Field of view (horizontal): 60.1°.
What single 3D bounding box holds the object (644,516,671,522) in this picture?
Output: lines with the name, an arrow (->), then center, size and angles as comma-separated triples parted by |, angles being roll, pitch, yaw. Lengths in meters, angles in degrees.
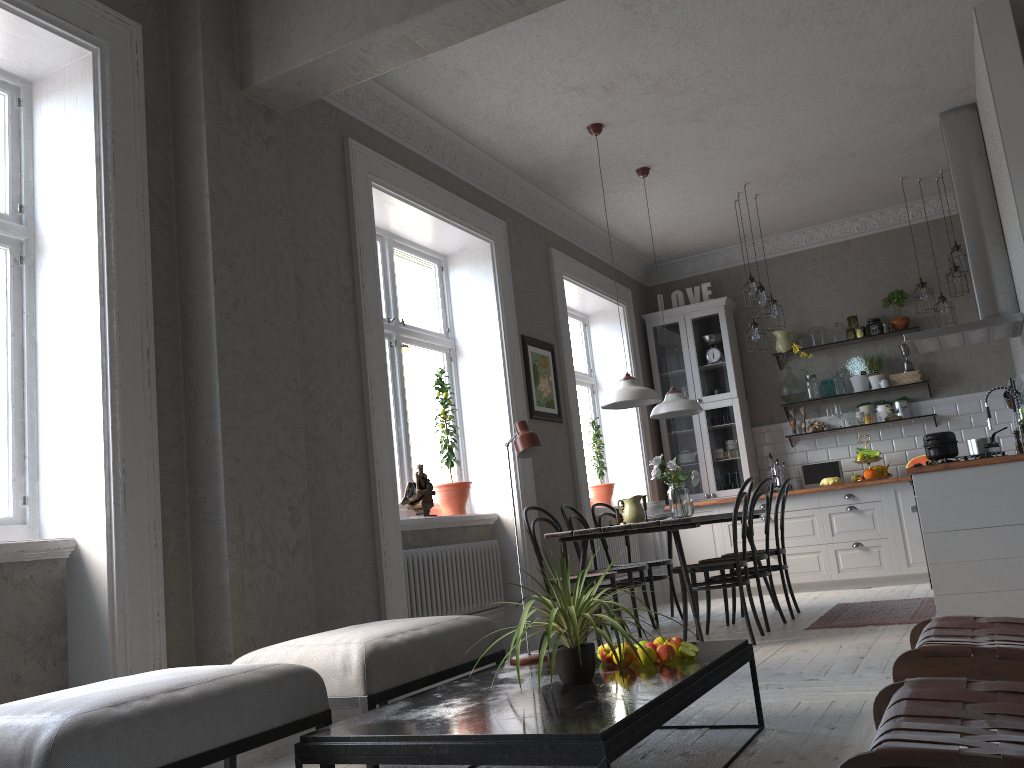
object -> 0.982, 0.933, 6.100 | 0.242, 0.027, 0.232 | 3, -14, -45

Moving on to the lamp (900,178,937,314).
lamp -> 3.277, -1.440, 7.341 | 0.149, 1.733, 0.144 | 0, -11, -31

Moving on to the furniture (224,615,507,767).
furniture -> -0.468, 1.078, 3.058 | 0.574, 0.475, 0.842 | -11, -11, 26

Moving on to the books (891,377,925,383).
books -> 3.552, -0.027, 7.951 | 0.256, 0.016, 0.161 | -14, -12, 35

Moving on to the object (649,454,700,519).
object -> 1.039, 0.638, 5.585 | 0.307, 0.413, 0.255 | -11, -11, 24

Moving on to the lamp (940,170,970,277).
lamp -> 3.550, -1.739, 7.317 | 0.147, 1.733, 0.146 | -6, -10, -2

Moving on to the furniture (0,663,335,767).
furniture -> -0.942, 0.979, 2.180 | 0.574, 0.475, 0.842 | -11, -11, 26

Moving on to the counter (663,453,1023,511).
counter -> 2.259, 0.788, 6.676 | 3.110, 0.039, 3.449 | -11, -11, 26

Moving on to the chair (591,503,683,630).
chair -> 0.907, 1.300, 6.477 | 0.538, 0.920, 0.447 | -14, -12, 38

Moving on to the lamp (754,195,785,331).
lamp -> 2.058, -1.301, 7.349 | 0.145, 1.733, 0.148 | -8, -10, 13

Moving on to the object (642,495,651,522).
object -> 0.833, 0.780, 5.534 | 0.058, 0.167, 0.060 | -14, -13, 39

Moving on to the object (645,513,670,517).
object -> 0.980, 0.916, 6.103 | 0.242, 0.027, 0.232 | 2, -13, -40

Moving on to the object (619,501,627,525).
object -> 0.724, 0.820, 5.709 | 0.095, 0.172, 0.096 | -8, -10, 8

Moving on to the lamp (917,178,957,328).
lamp -> 3.467, -1.328, 7.386 | 0.147, 1.733, 0.146 | -6, -10, -2

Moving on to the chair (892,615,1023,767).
chair -> 1.414, 0.559, 2.004 | 1.000, 0.720, 0.516 | -11, -11, 26

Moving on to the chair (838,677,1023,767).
chair -> 1.002, 0.472, 1.240 | 1.000, 0.720, 0.516 | -11, -11, 26

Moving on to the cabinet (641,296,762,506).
cabinet -> 1.855, 0.204, 8.621 | 0.865, 1.919, 0.394 | -11, -11, 26

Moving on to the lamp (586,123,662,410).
lamp -> 0.641, -0.778, 5.646 | 0.386, 1.857, 0.373 | -2, -11, -26

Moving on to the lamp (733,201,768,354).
lamp -> 1.924, -1.114, 7.400 | 0.147, 1.733, 0.146 | -5, -10, -6

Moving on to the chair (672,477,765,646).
chair -> 1.198, 1.033, 5.147 | 0.541, 0.920, 0.445 | -11, -11, 24

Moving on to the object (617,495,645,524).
object -> 0.745, 0.779, 5.484 | 0.151, 0.169, 0.134 | -4, -10, -12

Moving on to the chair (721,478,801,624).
chair -> 1.700, 1.133, 6.048 | 0.541, 0.920, 0.445 | -11, -11, 24

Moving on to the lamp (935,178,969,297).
lamp -> 3.609, -1.589, 7.465 | 0.149, 1.733, 0.144 | -2, -10, -21

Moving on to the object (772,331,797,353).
object -> 2.594, -0.400, 8.411 | 0.187, 0.216, 0.177 | -15, -13, 40

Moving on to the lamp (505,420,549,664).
lamp -> 0.043, 0.552, 3.129 | 0.140, 0.838, 0.247 | -1, -11, -27

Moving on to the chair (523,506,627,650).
chair -> 0.394, 1.197, 5.554 | 0.539, 0.920, 0.446 | -13, -12, 33

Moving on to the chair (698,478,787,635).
chair -> 1.451, 1.087, 5.624 | 0.539, 0.920, 0.446 | -13, -12, 33

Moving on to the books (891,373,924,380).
books -> 3.548, -0.059, 7.956 | 0.256, 0.011, 0.161 | -13, -12, 32

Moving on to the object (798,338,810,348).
object -> 2.767, -0.370, 8.386 | 0.101, 0.110, 0.105 | -11, -11, 26

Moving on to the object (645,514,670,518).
object -> 0.981, 0.924, 6.102 | 0.238, 0.027, 0.236 | -6, -10, -6

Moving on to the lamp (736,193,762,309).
lamp -> 1.870, -1.475, 7.287 | 0.145, 1.733, 0.148 | -8, -10, 13

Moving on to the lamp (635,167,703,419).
lamp -> 1.071, -0.688, 6.442 | 0.372, 1.857, 0.387 | -13, -12, 34

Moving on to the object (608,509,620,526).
object -> 0.715, 0.899, 5.979 | 0.138, 0.112, 0.140 | -8, -10, 9

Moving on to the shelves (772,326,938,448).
shelves -> 3.140, 0.065, 8.142 | 1.295, 0.922, 0.232 | -11, -11, 25

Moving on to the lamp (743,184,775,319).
lamp -> 1.891, -1.380, 7.083 | 0.148, 1.733, 0.145 | -3, -10, -16

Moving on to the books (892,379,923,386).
books -> 3.554, -0.006, 7.947 | 0.256, 0.011, 0.161 | -13, -12, 32

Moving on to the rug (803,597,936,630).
rug -> 2.339, 1.445, 5.629 | 0.724, 0.014, 1.311 | -12, -11, 27

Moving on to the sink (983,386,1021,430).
sink -> 2.987, 0.389, 5.605 | 0.519, 0.720, 0.494 | -11, -11, 26

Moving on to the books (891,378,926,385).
books -> 3.553, -0.017, 7.949 | 0.256, 0.016, 0.161 | -14, -13, 38

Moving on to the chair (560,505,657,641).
chair -> 0.658, 1.254, 6.051 | 0.541, 0.920, 0.445 | -11, -11, 24

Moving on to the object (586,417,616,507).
object -> 0.774, 0.700, 7.954 | 0.265, 0.812, 0.255 | 1, -12, -35

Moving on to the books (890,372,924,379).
books -> 3.547, -0.070, 7.958 | 0.256, 0.016, 0.161 | -14, -13, 38

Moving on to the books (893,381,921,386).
books -> 3.555, 0.005, 7.945 | 0.256, 0.011, 0.160 | -12, -11, 29

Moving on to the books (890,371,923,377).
books -> 3.546, -0.080, 7.960 | 0.256, 0.016, 0.161 | -14, -12, 35

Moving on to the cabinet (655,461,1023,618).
cabinet -> 2.767, 1.126, 6.547 | 2.012, 0.853, 4.148 | -4, -10, -16

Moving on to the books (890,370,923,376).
books -> 3.545, -0.091, 7.962 | 0.256, 0.011, 0.161 | -13, -12, 32

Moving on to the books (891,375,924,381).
books -> 3.550, -0.049, 7.955 | 0.256, 0.011, 0.160 | -12, -11, 29

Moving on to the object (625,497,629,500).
object -> 0.742, 0.802, 5.619 | 0.063, 0.172, 0.061 | 2, -13, -41

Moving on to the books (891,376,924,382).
books -> 3.551, -0.038, 7.953 | 0.256, 0.011, 0.161 | -13, -12, 32

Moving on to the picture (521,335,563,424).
picture -> 0.230, -0.027, 6.567 | 0.019, 0.619, 0.530 | -11, -11, 27
